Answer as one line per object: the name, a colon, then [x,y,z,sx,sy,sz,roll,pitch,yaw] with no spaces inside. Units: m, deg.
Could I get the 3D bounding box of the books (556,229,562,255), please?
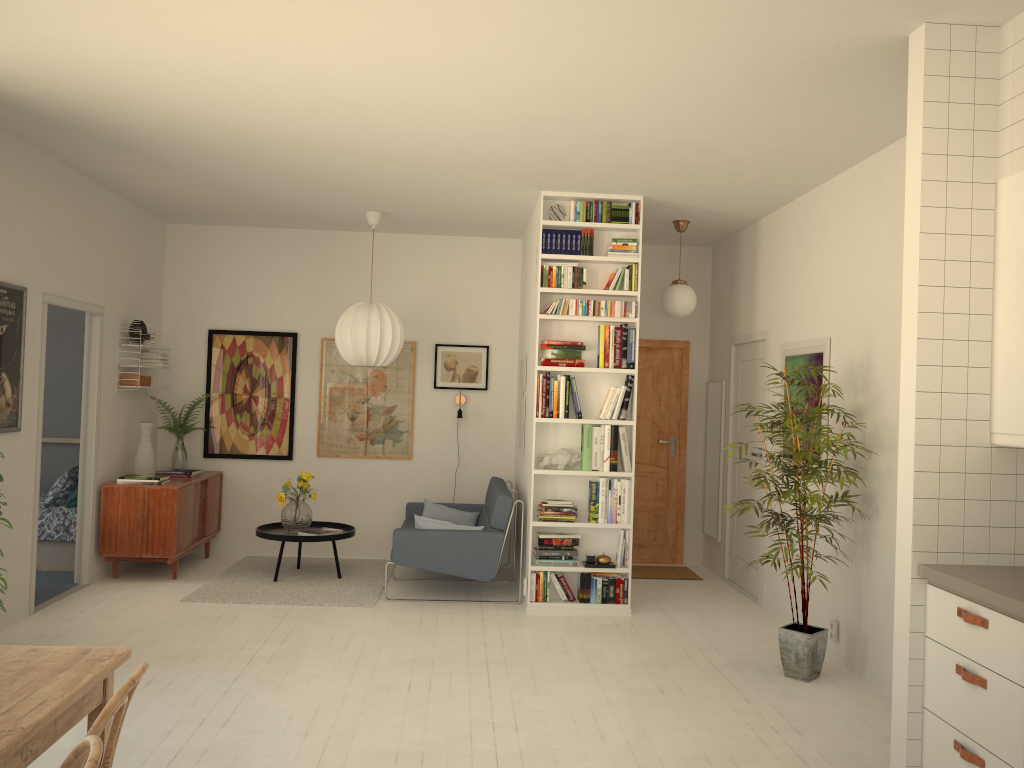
books: [0.320,-0.981,6.236,0.034,0.179,0.188,2,-1,-3]

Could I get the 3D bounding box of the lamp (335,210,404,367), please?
lamp: [-1.113,-0.752,7.019,0.536,1.229,0.536,1,-1,30]

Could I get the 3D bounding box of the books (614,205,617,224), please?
books: [0.714,-1.176,6.229,0.017,0.130,0.150,2,-1,-3]

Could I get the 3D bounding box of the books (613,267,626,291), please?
books: [0.747,-0.729,6.254,0.065,0.168,0.228,2,-1,-3]

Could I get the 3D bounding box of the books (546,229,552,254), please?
books: [0.250,-0.983,6.232,0.034,0.179,0.188,2,-1,-3]

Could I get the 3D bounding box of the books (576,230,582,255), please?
books: [0.460,-0.976,6.244,0.034,0.179,0.188,2,-1,-3]

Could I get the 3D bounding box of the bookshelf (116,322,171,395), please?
bookshelf: [-2.970,-0.189,7.181,0.184,0.565,0.695,2,-1,-3]

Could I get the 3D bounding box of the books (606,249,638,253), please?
books: [0.769,-0.922,6.260,0.200,0.018,0.208,2,-1,-3]

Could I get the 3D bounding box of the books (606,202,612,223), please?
books: [0.670,-1.189,6.255,0.032,0.152,0.200,2,-1,-3]

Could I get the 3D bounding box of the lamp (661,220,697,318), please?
lamp: [1.321,-0.900,6.977,0.275,0.767,0.275,2,-1,-9]

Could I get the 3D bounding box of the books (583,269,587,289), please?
books: [0.499,-0.723,6.230,0.020,0.145,0.189,2,-1,-3]

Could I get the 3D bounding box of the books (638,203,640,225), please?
books: [0.878,-1.181,6.294,0.014,0.154,0.260,2,-1,-3]

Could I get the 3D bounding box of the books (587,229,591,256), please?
books: [0.531,-0.979,6.248,0.020,0.191,0.205,2,-1,-3]

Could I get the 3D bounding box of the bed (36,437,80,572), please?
bed: [-4.102,0.946,7.251,1.656,0.974,0.933,2,-1,-3]

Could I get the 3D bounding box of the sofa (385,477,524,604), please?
sofa: [-0.448,1.172,7.003,0.964,0.773,1.603,2,-1,-3]

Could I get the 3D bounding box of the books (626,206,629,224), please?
books: [0.802,-1.173,6.234,0.017,0.130,0.150,2,-1,-3]

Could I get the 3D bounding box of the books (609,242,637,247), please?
books: [0.776,-0.970,6.238,0.179,0.016,0.208,2,-1,2]

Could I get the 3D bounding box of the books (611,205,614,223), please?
books: [0.696,-1.177,6.228,0.017,0.130,0.150,2,-1,-3]

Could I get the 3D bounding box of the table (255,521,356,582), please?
table: [-1.615,1.320,6.937,0.761,0.386,0.760,2,-1,13]

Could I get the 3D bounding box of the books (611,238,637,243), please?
books: [0.785,-0.994,6.255,0.169,0.032,0.188,2,-1,2]

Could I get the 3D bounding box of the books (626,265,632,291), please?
books: [0.819,-0.735,6.271,0.022,0.187,0.186,2,-1,-3]

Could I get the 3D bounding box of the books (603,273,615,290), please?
books: [0.679,-0.711,6.275,0.073,0.129,0.200,2,-1,-3]

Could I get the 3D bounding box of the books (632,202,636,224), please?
books: [0.841,-1.183,6.274,0.020,0.156,0.229,2,-1,-3]

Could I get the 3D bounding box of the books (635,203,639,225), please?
books: [0.862,-1.180,6.271,0.021,0.151,0.228,2,-1,-3]

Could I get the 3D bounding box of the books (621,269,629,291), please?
books: [0.791,-0.719,6.252,0.030,0.153,0.199,2,-1,-3]

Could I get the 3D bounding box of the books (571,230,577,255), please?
books: [0.425,-0.977,6.242,0.034,0.179,0.188,2,-1,-3]

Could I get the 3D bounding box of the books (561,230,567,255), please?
books: [0.355,-0.980,6.238,0.034,0.179,0.188,2,-1,-3]

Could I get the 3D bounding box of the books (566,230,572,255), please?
books: [0.390,-0.979,6.240,0.034,0.179,0.188,2,-1,-3]

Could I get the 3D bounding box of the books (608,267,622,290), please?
books: [0.713,-0.728,6.265,0.092,0.165,0.222,2,-1,-3]

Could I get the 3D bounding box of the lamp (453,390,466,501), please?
lamp: [-0.614,0.760,7.875,0.360,1.416,0.112,2,-1,-3]

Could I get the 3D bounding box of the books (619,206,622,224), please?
books: [0.749,-1.175,6.231,0.017,0.130,0.150,2,-1,-3]

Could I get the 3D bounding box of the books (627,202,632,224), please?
books: [0.822,-1.183,6.235,0.019,0.157,0.150,2,-1,-3]

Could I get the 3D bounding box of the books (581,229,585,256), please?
books: [0.490,-0.980,6.257,0.020,0.191,0.205,2,-1,-3]

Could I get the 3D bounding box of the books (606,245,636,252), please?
books: [0.757,-0.947,6.259,0.173,0.030,0.199,2,-1,-13]

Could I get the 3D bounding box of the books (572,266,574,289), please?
books: [0.419,-0.734,6.220,0.013,0.159,0.176,2,-1,-3]

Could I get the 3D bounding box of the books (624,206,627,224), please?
books: [0.784,-1.174,6.233,0.017,0.130,0.150,2,-1,-3]

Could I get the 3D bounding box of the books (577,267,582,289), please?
books: [0.462,-0.729,6.209,0.023,0.153,0.176,2,-1,-3]

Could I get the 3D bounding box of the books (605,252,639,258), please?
books: [0.766,-0.894,6.261,0.214,0.038,0.222,2,-1,-3]

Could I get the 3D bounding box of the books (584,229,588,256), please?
books: [0.510,-0.980,6.255,0.020,0.191,0.205,2,-1,-3]

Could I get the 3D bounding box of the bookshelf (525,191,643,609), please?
bookshelf: [0.500,0.131,6.231,0.710,2.901,0.249,2,-1,-3]

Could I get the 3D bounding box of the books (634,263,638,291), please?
books: [0.858,-0.740,6.258,0.022,0.199,0.212,2,-1,-3]

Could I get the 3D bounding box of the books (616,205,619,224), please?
books: [0.732,-1.175,6.230,0.017,0.130,0.150,2,-1,-3]

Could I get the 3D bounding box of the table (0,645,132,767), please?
table: [-1.453,1.076,1.516,0.894,0.749,1.797,2,-1,-3]

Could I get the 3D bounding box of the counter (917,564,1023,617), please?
counter: [0.763,0.676,0.731,2.856,0.163,4.844,2,-1,-3]

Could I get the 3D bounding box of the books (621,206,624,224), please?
books: [0.767,-1.174,6.232,0.017,0.130,0.150,2,-1,-3]

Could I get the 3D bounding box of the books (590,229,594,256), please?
books: [0.550,-0.978,6.260,0.020,0.191,0.205,2,-1,-3]

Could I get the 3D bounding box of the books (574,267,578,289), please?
books: [0.437,-0.731,6.241,0.024,0.155,0.206,2,-1,-3]

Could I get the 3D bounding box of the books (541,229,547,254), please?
books: [0.215,-0.985,6.230,0.034,0.179,0.188,2,-1,-3]

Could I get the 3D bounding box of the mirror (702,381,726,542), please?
mirror: [1.768,0.659,7.772,0.029,1.370,0.500,2,-1,-3]

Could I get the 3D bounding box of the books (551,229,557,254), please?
books: [0.285,-0.982,6.234,0.034,0.179,0.188,2,-1,-3]

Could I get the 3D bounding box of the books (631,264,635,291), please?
books: [0.839,-0.735,6.259,0.014,0.188,0.218,2,-1,-3]
